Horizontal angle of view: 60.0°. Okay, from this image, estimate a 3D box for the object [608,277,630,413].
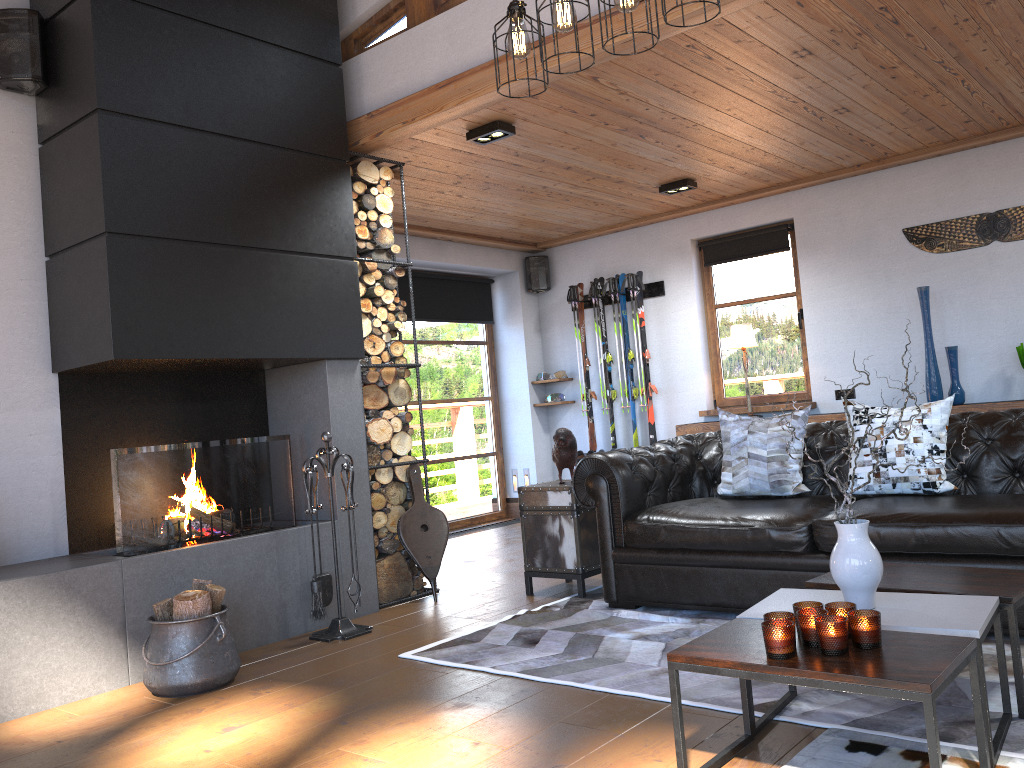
[{"bbox_3d":[0.980,-0.355,8.128,0.120,1.250,0.059,-6,-3,22],"label":"object"}]

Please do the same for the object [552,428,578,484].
[{"bbox_3d":[0.304,0.405,5.028,0.150,0.319,0.247,-5,-3,-9],"label":"object"}]

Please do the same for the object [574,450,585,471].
[{"bbox_3d":[0.632,0.766,8.377,0.115,0.270,0.254,-7,-3,30],"label":"object"}]

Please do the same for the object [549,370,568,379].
[{"bbox_3d":[0.463,-0.089,8.691,0.158,0.084,0.192,-7,-3,39],"label":"object"}]

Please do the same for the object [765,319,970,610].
[{"bbox_3d":[1.000,0.250,2.575,0.411,0.808,0.612,-3,-3,-39],"label":"object"}]

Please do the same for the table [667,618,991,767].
[{"bbox_3d":[0.791,0.838,2.238,0.642,0.350,0.405,-7,-3,40],"label":"table"}]

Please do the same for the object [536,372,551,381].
[{"bbox_3d":[0.328,-0.073,8.803,0.187,0.084,0.161,-7,-3,39],"label":"object"}]

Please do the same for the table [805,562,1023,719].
[{"bbox_3d":[1.379,0.812,2.925,0.642,0.350,0.405,-7,-3,45],"label":"table"}]

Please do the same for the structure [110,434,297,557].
[{"bbox_3d":[-1.446,0.537,4.399,0.181,0.514,0.994,-7,-3,40],"label":"structure"}]

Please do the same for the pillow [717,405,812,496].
[{"bbox_3d":[1.297,0.332,4.590,0.521,0.469,0.287,-7,-3,43],"label":"pillow"}]

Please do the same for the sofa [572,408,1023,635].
[{"bbox_3d":[1.656,0.600,4.233,2.534,0.839,1.254,-7,-3,39],"label":"sofa"}]

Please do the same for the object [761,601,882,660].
[{"bbox_3d":[0.759,0.625,2.260,0.304,0.081,0.245,-5,-2,-12],"label":"object"}]

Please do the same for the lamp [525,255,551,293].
[{"bbox_3d":[0.255,-1.094,8.838,0.211,0.349,0.216,-7,-3,40],"label":"lamp"}]

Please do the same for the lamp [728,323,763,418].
[{"bbox_3d":[2.111,0.237,7.515,0.243,1.482,0.640,-8,-4,43],"label":"lamp"}]

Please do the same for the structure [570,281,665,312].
[{"bbox_3d":[0.898,-0.820,8.267,1.037,0.135,0.323,-7,-3,40],"label":"structure"}]

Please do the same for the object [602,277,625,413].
[{"bbox_3d":[0.928,-0.352,8.087,0.121,1.250,0.059,-5,-3,-4],"label":"object"}]

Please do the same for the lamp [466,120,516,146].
[{"bbox_3d":[-0.125,-1.468,5.163,0.258,0.068,0.157,-7,-3,40],"label":"lamp"}]

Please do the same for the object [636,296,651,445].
[{"bbox_3d":[1.179,-0.205,8.067,0.094,1.607,0.116,-7,-4,40],"label":"object"}]

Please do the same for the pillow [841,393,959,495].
[{"bbox_3d":[1.811,0.271,4.163,0.521,0.469,0.287,-7,-3,43],"label":"pillow"}]

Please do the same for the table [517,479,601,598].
[{"bbox_3d":[0.332,0.861,5.028,0.412,0.609,0.410,-7,-3,40],"label":"table"}]

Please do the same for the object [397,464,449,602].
[{"bbox_3d":[-0.523,0.857,5.171,0.261,0.795,0.270,-6,-3,23],"label":"object"}]

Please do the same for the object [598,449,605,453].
[{"bbox_3d":[0.813,0.745,8.224,0.255,0.270,0.115,-2,-4,-45],"label":"object"}]

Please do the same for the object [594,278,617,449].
[{"bbox_3d":[0.866,-0.197,8.359,0.072,1.623,0.113,-7,-4,39],"label":"object"}]

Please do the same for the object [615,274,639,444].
[{"bbox_3d":[1.054,-0.218,8.243,0.072,1.623,0.113,-7,-4,39],"label":"object"}]

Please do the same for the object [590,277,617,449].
[{"bbox_3d":[0.862,-0.201,8.255,0.102,1.623,0.257,-7,-3,36],"label":"object"}]

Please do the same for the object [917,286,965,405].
[{"bbox_3d":[3.067,-0.274,6.347,0.274,0.863,0.111,-5,-3,-5],"label":"object"}]

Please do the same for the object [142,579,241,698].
[{"bbox_3d":[-1.349,1.056,3.720,0.387,0.431,0.380,-4,-3,-24],"label":"object"}]

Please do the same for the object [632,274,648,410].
[{"bbox_3d":[1.180,-0.378,7.978,0.121,1.250,0.059,-5,-3,1],"label":"object"}]

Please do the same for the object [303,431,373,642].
[{"bbox_3d":[-0.894,0.745,4.448,0.308,1.018,0.307,-5,-3,-5],"label":"object"}]

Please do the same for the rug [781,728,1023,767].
[{"bbox_3d":[0.590,0.942,0.395,2.401,0.053,3.854,-7,-3,41],"label":"rug"}]

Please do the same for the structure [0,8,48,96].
[{"bbox_3d":[-2.316,-1.565,4.160,0.211,0.349,0.216,-7,-3,40],"label":"structure"}]

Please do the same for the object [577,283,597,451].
[{"bbox_3d":[0.738,-0.167,8.419,0.094,1.607,0.116,-7,-4,40],"label":"object"}]

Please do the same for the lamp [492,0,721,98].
[{"bbox_3d":[0.186,-2.140,2.916,0.794,2.203,0.264,-7,-3,30],"label":"lamp"}]

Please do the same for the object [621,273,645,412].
[{"bbox_3d":[1.079,-0.371,7.943,0.121,1.250,0.059,-5,-3,6],"label":"object"}]

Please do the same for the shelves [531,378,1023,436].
[{"bbox_3d":[2.804,0.169,6.724,6.559,0.989,0.619,-7,-3,40],"label":"shelves"}]

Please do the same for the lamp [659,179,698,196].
[{"bbox_3d":[1.281,-1.527,6.848,0.258,0.068,0.157,-7,-3,40],"label":"lamp"}]

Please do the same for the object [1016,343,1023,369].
[{"bbox_3d":[3.545,-0.098,6.039,0.158,0.411,0.146,-5,-3,9],"label":"object"}]

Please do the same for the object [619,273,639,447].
[{"bbox_3d":[1.104,-0.224,8.187,0.072,1.623,0.113,-7,-4,39],"label":"object"}]

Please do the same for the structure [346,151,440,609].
[{"bbox_3d":[-0.896,-0.028,5.340,0.505,2.618,0.508,-7,-4,40],"label":"structure"}]

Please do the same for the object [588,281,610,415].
[{"bbox_3d":[0.803,-0.334,8.276,0.120,1.250,0.059,-6,-3,22],"label":"object"}]

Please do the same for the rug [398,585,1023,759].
[{"bbox_3d":[1.790,0.955,3.515,3.993,0.053,2.461,-7,-3,40],"label":"rug"}]

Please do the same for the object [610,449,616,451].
[{"bbox_3d":[0.914,0.733,8.159,0.255,0.270,0.115,-2,-4,-45],"label":"object"}]

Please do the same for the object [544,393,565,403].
[{"bbox_3d":[0.407,0.138,8.741,0.189,0.084,0.349,-4,-2,-14],"label":"object"}]

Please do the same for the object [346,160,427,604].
[{"bbox_3d":[-0.907,-0.020,5.340,0.460,2.613,0.499,-7,-4,39],"label":"object"}]

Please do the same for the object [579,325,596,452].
[{"bbox_3d":[0.673,-0.144,8.488,0.094,1.607,0.116,-7,-4,40],"label":"object"}]

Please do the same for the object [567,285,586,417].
[{"bbox_3d":[0.606,-0.314,8.343,0.058,1.250,0.122,-6,-3,22],"label":"object"}]

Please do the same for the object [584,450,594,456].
[{"bbox_3d":[0.720,0.756,8.301,0.255,0.270,0.115,-2,-4,-45],"label":"object"}]

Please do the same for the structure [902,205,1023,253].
[{"bbox_3d":[3.413,-1.112,6.293,1.232,0.240,0.100,-7,-3,40],"label":"structure"}]

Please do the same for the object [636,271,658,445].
[{"bbox_3d":[1.244,-0.227,7.998,0.094,1.607,0.116,-7,-4,40],"label":"object"}]

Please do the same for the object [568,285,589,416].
[{"bbox_3d":[0.626,-0.313,8.423,0.120,1.250,0.059,-6,-3,22],"label":"object"}]

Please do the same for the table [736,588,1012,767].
[{"bbox_3d":[1.056,0.828,2.593,0.642,0.350,0.405,-7,-3,35],"label":"table"}]
